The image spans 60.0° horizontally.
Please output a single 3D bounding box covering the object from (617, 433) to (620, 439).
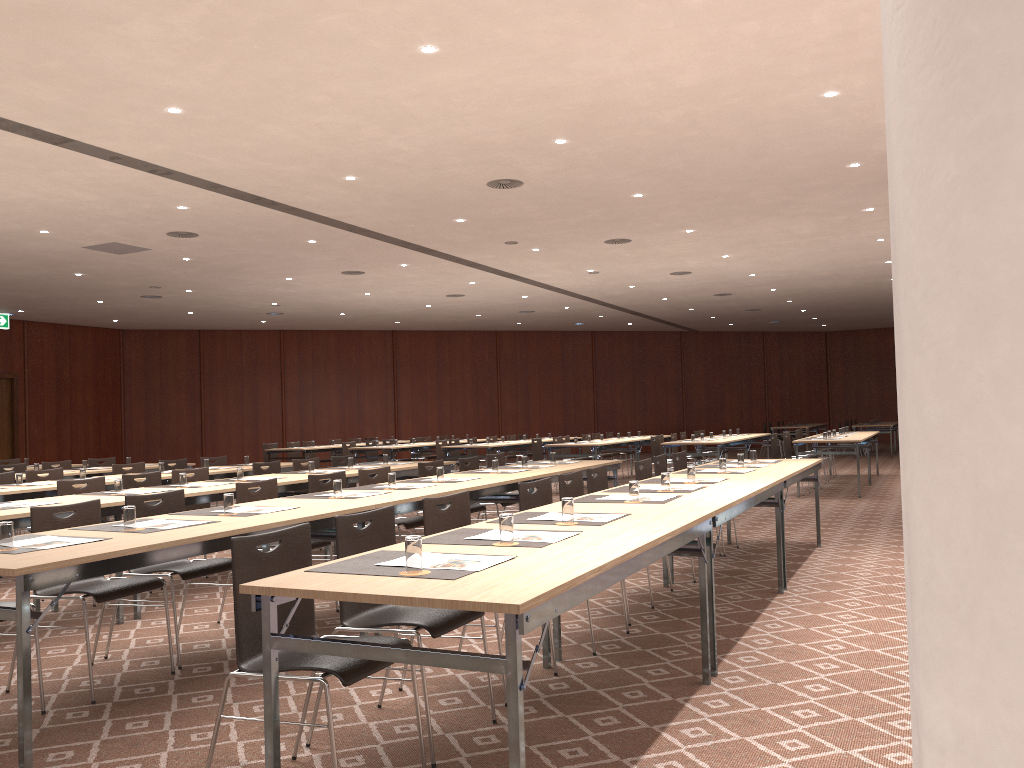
[{"bbox_3d":[2.045,0.996,17.003,0.054,0.114,0.054,-2,-2,-8],"label":"object"}]

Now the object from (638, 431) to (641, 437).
[{"bbox_3d":[2.607,1.021,18.171,0.054,0.114,0.054,-2,-2,-8],"label":"object"}]

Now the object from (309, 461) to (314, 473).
[{"bbox_3d":[-1.956,0.810,8.649,0.054,0.114,0.054,-1,-2,-31],"label":"object"}]

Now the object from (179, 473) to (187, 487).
[{"bbox_3d":[-2.666,0.778,7.186,0.054,0.114,0.054,-1,-2,-31],"label":"object"}]

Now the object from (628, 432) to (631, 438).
[{"bbox_3d":[2.326,1.009,17.590,0.054,0.114,0.054,-2,-2,-8],"label":"object"}]

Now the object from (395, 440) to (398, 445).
[{"bbox_3d":[-2.256,1.139,17.280,0.054,0.114,0.054,-2,-2,14],"label":"object"}]

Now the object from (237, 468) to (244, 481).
[{"bbox_3d":[-2.384,0.791,7.776,0.054,0.114,0.054,-1,-2,-31],"label":"object"}]

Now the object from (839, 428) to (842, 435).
[{"bbox_3d":[5.662,0.820,15.277,0.054,0.114,0.054,-1,-2,-31],"label":"object"}]

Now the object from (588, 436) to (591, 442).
[{"bbox_3d":[1.355,0.963,15.534,0.054,0.114,0.054,-2,-2,14],"label":"object"}]

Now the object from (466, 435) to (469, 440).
[{"bbox_3d":[-1.000,1.197,19.900,0.054,0.114,0.054,-2,-2,-8],"label":"object"}]

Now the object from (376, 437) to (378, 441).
[{"bbox_3d":[-3.077,1.272,20.188,0.054,0.114,0.054,-2,-2,-8],"label":"object"}]

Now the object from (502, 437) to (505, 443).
[{"bbox_3d":[-0.169,1.064,16.989,0.054,0.114,0.054,-2,-2,14],"label":"object"}]

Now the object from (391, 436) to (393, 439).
[{"bbox_3d":[-2.803,1.285,20.771,0.054,0.114,0.054,-2,-2,-8],"label":"object"}]

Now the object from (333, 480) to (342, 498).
[{"bbox_3d":[-1.127,0.677,5.733,0.054,0.114,0.054,-1,-2,-31],"label":"object"}]

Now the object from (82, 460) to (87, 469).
[{"bbox_3d":[-5.283,0.999,10.969,0.054,0.114,0.054,-1,-2,-31],"label":"object"}]

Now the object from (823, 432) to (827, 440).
[{"bbox_3d":[4.669,0.774,13.225,0.054,0.114,0.054,-2,-2,-8],"label":"object"}]

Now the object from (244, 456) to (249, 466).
[{"bbox_3d":[-3.197,0.924,10.688,0.054,0.114,0.054,-2,-2,-8],"label":"object"}]

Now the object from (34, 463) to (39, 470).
[{"bbox_3d":[-5.559,0.986,10.369,0.054,0.114,0.054,-1,-2,-31],"label":"object"}]

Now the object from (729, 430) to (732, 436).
[{"bbox_3d":[4.121,0.921,16.725,0.054,0.114,0.054,-2,-2,-8],"label":"object"}]

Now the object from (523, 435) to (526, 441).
[{"bbox_3d":[0.253,1.083,17.866,0.054,0.114,0.054,-2,-2,-8],"label":"object"}]

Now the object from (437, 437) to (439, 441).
[{"bbox_3d":[-1.562,1.171,18.725,0.054,0.114,0.054,-2,-2,-8],"label":"object"}]

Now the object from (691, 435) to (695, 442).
[{"bbox_3d":[2.876,0.862,14.092,0.054,0.114,0.054,-2,-2,14],"label":"object"}]

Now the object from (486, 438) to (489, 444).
[{"bbox_3d":[-0.448,1.051,16.401,0.054,0.114,0.054,-2,-2,14],"label":"object"}]

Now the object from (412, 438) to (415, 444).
[{"bbox_3d":[-1.977,1.152,17.855,0.054,0.114,0.054,-2,-2,14],"label":"object"}]

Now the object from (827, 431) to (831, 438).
[{"bbox_3d":[4.946,0.788,13.820,0.054,0.114,0.054,-2,-2,-8],"label":"object"}]

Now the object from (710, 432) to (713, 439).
[{"bbox_3d":[3.432,0.888,15.263,0.054,0.114,0.054,-2,-2,14],"label":"object"}]

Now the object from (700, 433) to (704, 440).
[{"bbox_3d":[3.148,0.875,14.677,0.054,0.114,0.054,-2,-2,14],"label":"object"}]

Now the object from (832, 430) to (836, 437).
[{"bbox_3d":[5.238,0.801,14.412,0.054,0.114,0.054,-2,-2,-8],"label":"object"}]

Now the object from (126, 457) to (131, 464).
[{"bbox_3d":[-4.993,1.012,11.553,0.054,0.114,0.054,-2,-2,-8],"label":"object"}]

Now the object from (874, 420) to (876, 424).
[{"bbox_3d":[9.651,1.005,23.617,0.054,0.114,0.054,-1,-2,-31],"label":"object"}]

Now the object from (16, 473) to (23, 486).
[{"bbox_3d":[-4.469,0.866,8.045,0.054,0.114,0.054,-1,-2,-31],"label":"object"}]

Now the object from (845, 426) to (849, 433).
[{"bbox_3d":[6.215,0.846,16.446,0.054,0.114,0.054,-1,-2,-31],"label":"object"}]

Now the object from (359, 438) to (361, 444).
[{"bbox_3d":[-3.361,1.259,19.598,0.054,0.114,0.054,-2,-2,-8],"label":"object"}]

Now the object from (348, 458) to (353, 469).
[{"bbox_3d":[-1.678,0.823,9.229,0.054,0.114,0.054,-1,-2,-31],"label":"object"}]

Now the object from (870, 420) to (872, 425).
[{"bbox_3d":[9.085,0.979,22.450,0.054,0.114,0.054,-1,-2,-31],"label":"object"}]

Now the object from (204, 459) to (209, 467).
[{"bbox_3d":[-3.480,0.911,10.101,0.054,0.114,0.054,-1,-2,-31],"label":"object"}]

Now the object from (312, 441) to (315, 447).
[{"bbox_3d":[-4.062,1.227,18.143,0.054,0.114,0.054,-2,-2,14],"label":"object"}]

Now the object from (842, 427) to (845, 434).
[{"bbox_3d":[5.932,0.833,15.864,0.054,0.114,0.054,-1,-2,-31],"label":"object"}]

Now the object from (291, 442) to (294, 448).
[{"bbox_3d":[-4.340,1.214,17.545,0.054,0.114,0.054,-2,-2,14],"label":"object"}]

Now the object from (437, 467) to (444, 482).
[{"bbox_3d":[-0.559,0.703,6.914,0.054,0.114,0.054,-1,-2,-31],"label":"object"}]

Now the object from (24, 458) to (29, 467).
[{"bbox_3d":[-6.797,1.100,12.418,0.054,0.114,0.054,-2,-2,-8],"label":"object"}]

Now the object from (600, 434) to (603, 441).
[{"bbox_3d":[1.634,0.976,16.131,0.054,0.114,0.054,-2,-2,14],"label":"object"}]

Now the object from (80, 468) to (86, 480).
[{"bbox_3d":[-4.176,0.878,8.628,0.054,0.114,0.054,-1,-2,-31],"label":"object"}]

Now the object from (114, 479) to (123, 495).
[{"bbox_3d":[-2.929,0.765,6.601,0.054,0.114,0.054,-1,-2,-31],"label":"object"}]

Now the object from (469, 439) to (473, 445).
[{"bbox_3d":[-0.729,1.038,15.815,0.054,0.114,0.054,-2,-2,14],"label":"object"}]

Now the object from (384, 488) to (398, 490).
[{"bbox_3d":[-0.864,0.748,6.315,0.102,0.001,0.102,-2,-2,14],"label":"object"}]

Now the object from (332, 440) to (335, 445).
[{"bbox_3d":[-3.774,1.240,18.721,0.054,0.114,0.054,-2,-2,14],"label":"object"}]

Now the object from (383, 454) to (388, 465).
[{"bbox_3d":[-1.401,0.837,9.827,0.054,0.114,0.054,-2,-2,-8],"label":"object"}]

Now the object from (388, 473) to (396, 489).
[{"bbox_3d":[-0.856,0.690,6.323,0.054,0.114,0.054,-1,-2,-31],"label":"object"}]

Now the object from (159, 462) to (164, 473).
[{"bbox_3d":[-3.754,0.898,9.499,0.054,0.114,0.054,-1,-2,-31],"label":"object"}]

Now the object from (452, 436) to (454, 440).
[{"bbox_3d":[-1.283,1.184,19.316,0.054,0.114,0.054,-2,-2,-8],"label":"object"}]

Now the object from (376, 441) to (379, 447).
[{"bbox_3d":[-2.532,1.125,16.675,0.054,0.114,0.054,-2,-2,14],"label":"object"}]

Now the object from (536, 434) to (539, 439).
[{"bbox_3d":[0.526,1.096,18.444,0.054,0.114,0.054,-2,-2,-8],"label":"object"}]

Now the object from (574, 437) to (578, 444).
[{"bbox_3d":[1.076,0.950,14.957,0.054,0.114,0.054,-2,-2,14],"label":"object"}]

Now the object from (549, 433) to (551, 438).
[{"bbox_3d":[0.812,1.109,19.028,0.054,0.114,0.054,-2,-2,-8],"label":"object"}]

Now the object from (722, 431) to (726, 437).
[{"bbox_3d":[3.860,0.907,16.138,0.054,0.114,0.054,-2,-2,-8],"label":"object"}]

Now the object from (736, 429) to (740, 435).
[{"bbox_3d":[4.414,0.934,17.317,0.054,0.114,0.054,-2,-2,-8],"label":"object"}]
